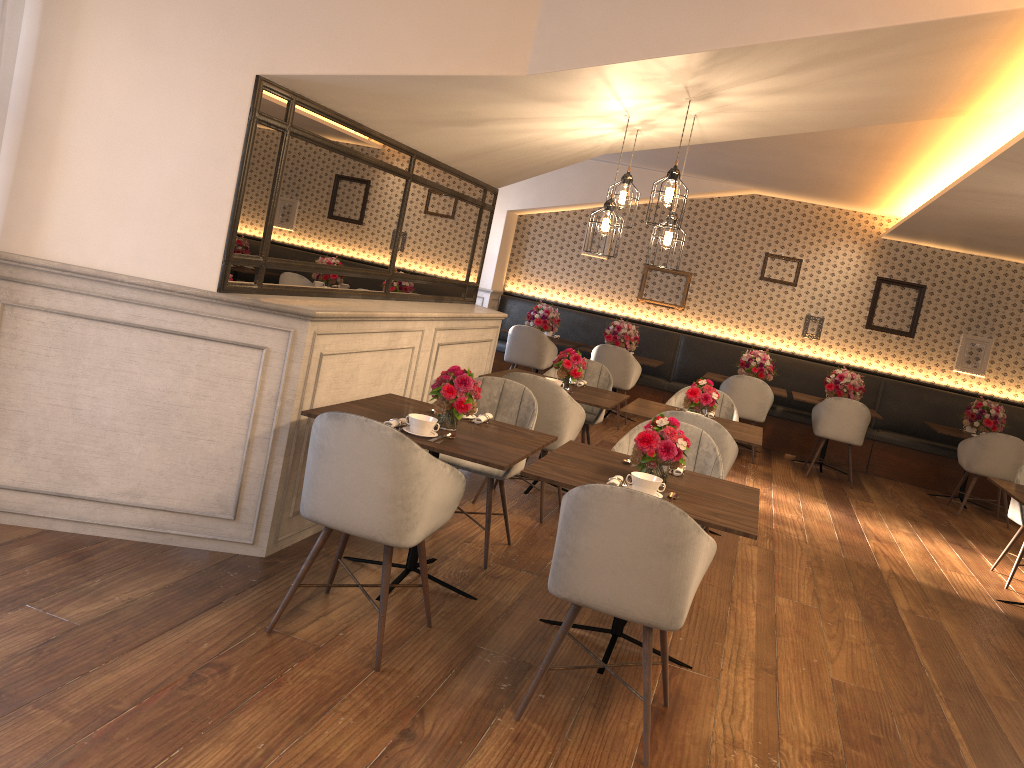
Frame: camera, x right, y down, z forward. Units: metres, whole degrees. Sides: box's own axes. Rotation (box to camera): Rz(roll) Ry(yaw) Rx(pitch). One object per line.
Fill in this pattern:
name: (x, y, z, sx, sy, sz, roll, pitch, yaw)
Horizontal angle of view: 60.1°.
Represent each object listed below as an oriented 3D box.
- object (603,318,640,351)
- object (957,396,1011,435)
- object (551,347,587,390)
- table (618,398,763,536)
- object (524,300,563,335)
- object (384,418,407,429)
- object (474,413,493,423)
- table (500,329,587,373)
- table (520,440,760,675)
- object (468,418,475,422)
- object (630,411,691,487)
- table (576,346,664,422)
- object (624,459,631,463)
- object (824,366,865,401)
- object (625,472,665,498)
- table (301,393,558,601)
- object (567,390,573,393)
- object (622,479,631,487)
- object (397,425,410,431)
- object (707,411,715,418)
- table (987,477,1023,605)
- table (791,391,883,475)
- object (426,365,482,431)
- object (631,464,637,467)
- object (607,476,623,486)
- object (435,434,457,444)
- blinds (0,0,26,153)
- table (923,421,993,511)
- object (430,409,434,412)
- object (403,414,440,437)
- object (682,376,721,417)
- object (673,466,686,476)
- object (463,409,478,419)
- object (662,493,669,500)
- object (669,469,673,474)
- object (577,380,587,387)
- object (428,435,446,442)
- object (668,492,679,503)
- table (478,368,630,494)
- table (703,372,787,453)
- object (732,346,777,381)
object: (1.258, -0.541, 10.148, 0.420, 0.423, 0.407, 12, 6, 3)
object: (4.872, 0.347, 9.119, 0.418, 0.423, 0.409, 8, 7, -32)
object: (0.383, -0.118, 6.124, 0.234, 0.300, 0.307, 11, 6, -10)
table: (1.151, 0.588, 5.960, 0.899, 0.718, 0.898, 13, 7, 15)
object: (0.369, -0.761, 10.407, 0.418, 0.423, 0.409, 8, 7, -32)
object: (-0.485, 0.164, 3.698, 0.056, 0.039, 0.176, 13, 8, 15)
object: (-0.136, 0.164, 4.232, 0.056, 0.039, 0.176, 13, 8, 15)
table: (0.296, -0.205, 10.519, 0.899, 0.718, 0.898, 13, 7, 15)
table: (0.505, 0.755, 3.727, 0.899, 0.718, 0.898, 13, 7, 15)
object: (-0.172, 0.164, 4.232, 0.025, 0.024, 0.193, 13, 8, 15)
object: (0.623, 0.264, 3.654, 0.236, 0.300, 0.304, 16, 7, 34)
table: (1.196, 0.017, 10.262, 0.899, 0.718, 0.898, 13, 7, 15)
object: (0.531, 0.343, 4.021, 0.043, 0.015, 0.198, 13, 8, 11)
object: (3.560, 0.025, 9.480, 0.421, 0.423, 0.406, 14, 6, 17)
object: (0.513, 0.392, 3.413, 0.148, 0.072, 0.149, 10, 7, -17)
table: (-0.396, 0.533, 3.985, 0.899, 0.718, 0.898, 13, 7, 15)
object: (0.369, 0.058, 5.888, 0.043, 0.015, 0.197, 14, 8, 19)
object: (0.436, 0.396, 3.445, 0.025, 0.024, 0.193, 13, 8, 15)
object: (-0.451, 0.178, 3.699, 0.025, 0.024, 0.193, 13, 8, 15)
object: (1.397, 0.216, 6.208, 0.056, 0.039, 0.176, 13, 8, 15)
table: (3.510, 1.126, 5.600, 0.899, 0.718, 0.898, 13, 7, 15)
table: (3.427, 0.566, 9.625, 0.899, 0.718, 0.898, 13, 7, 15)
object: (-0.262, 0.048, 3.894, 0.234, 0.300, 0.307, 11, 6, -10)
object: (0.561, 0.357, 4.006, 0.022, 0.004, 0.211, 14, 8, 15)
object: (0.402, 0.382, 3.445, 0.056, 0.039, 0.176, 13, 8, 15)
object: (-0.276, 0.224, 3.659, 0.043, 0.015, 0.197, 14, 8, 19)
blinds: (-2.237, -0.719, 2.841, 0.134, 2.687, 1.382, 13, 5, 15)
table: (4.757, 0.893, 9.245, 0.899, 0.718, 0.898, 13, 7, 15)
object: (-0.357, 0.125, 4.275, 0.043, 0.015, 0.198, 13, 8, 11)
object: (-0.375, 0.173, 3.666, 0.148, 0.072, 0.149, 10, 7, -17)
object: (1.268, 0.098, 5.884, 0.236, 0.300, 0.304, 16, 7, 34)
object: (0.752, 0.383, 3.978, 0.056, 0.039, 0.176, 13, 8, 15)
object: (-0.239, 0.121, 4.261, 0.148, 0.072, 0.149, 10, 7, -17)
object: (0.586, 0.442, 3.420, 0.022, 0.004, 0.211, 14, 8, 15)
object: (0.715, 0.382, 3.979, 0.025, 0.024, 0.193, 13, 8, 15)
object: (0.509, -0.003, 6.461, 0.056, 0.039, 0.176, 13, 8, 15)
object: (-0.301, 0.223, 3.673, 0.022, 0.004, 0.211, 14, 8, 15)
object: (0.611, 0.443, 3.406, 0.043, 0.015, 0.197, 14, 8, 19)
table: (0.250, 0.366, 6.217, 0.899, 0.718, 0.898, 13, 7, 15)
table: (2.526, 0.344, 9.882, 0.899, 0.718, 0.898, 13, 7, 15)
object: (2.712, -0.196, 9.826, 0.418, 0.423, 0.409, 8, 7, -31)
